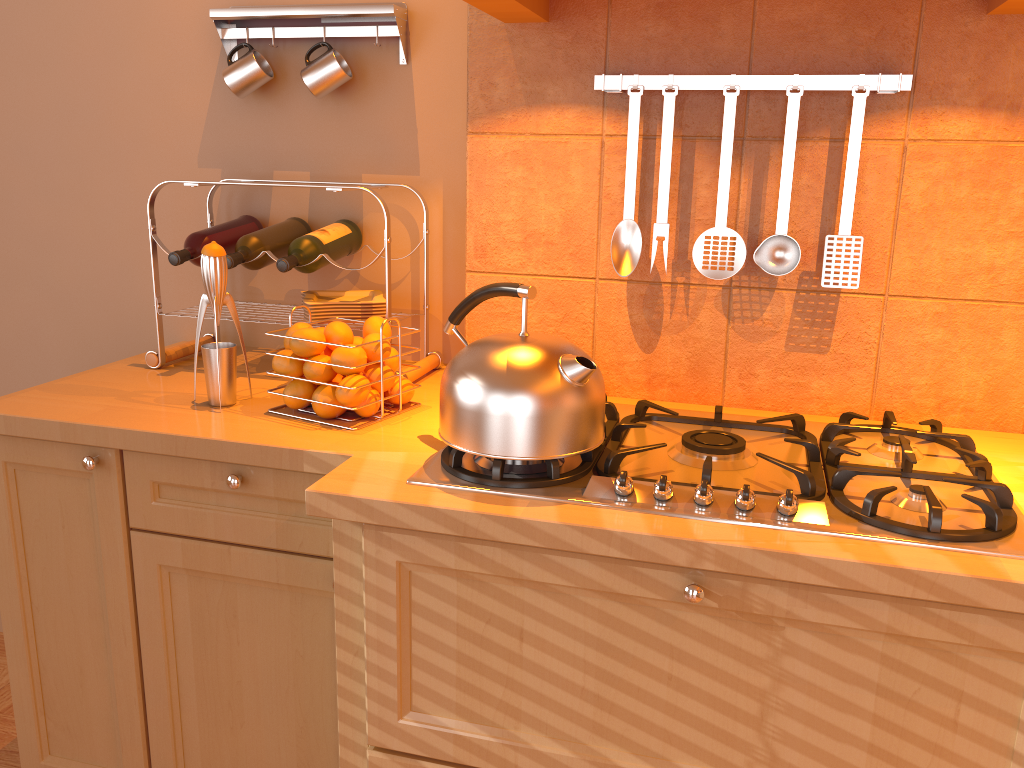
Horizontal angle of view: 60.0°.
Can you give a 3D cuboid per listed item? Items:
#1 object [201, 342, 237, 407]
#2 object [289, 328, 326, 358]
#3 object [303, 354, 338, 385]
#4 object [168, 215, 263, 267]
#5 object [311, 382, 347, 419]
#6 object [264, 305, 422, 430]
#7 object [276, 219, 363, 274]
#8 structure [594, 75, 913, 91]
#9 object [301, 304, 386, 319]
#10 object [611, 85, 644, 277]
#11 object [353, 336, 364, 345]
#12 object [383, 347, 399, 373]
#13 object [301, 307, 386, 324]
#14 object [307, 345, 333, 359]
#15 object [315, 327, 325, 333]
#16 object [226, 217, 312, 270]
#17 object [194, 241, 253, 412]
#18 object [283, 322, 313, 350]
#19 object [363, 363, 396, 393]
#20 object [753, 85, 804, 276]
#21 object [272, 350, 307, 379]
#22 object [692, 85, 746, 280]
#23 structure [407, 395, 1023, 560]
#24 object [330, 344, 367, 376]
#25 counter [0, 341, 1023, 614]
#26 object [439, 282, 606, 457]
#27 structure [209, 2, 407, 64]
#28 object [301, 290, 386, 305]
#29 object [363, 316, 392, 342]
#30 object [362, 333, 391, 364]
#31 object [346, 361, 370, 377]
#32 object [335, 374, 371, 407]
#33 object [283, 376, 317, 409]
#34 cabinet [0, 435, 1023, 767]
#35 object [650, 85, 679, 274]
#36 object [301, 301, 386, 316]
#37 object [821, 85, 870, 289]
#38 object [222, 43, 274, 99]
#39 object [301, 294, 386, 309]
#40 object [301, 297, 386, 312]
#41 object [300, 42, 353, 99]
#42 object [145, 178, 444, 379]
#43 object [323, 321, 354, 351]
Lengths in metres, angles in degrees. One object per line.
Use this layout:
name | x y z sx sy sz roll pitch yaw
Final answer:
object | -0.514 -0.016 1.566 0.060 0.106 0.060 -3 15 -16
object | -0.343 -0.069 1.491 0.063 0.051 0.053 7 15 22
object | -0.323 -0.024 1.499 0.052 0.053 0.062 12 18 36
object | -0.610 -0.292 1.822 0.076 0.095 0.282 5 15 15
object | -0.307 0.027 1.506 0.064 0.063 0.074 0 14 -4
object | -0.291 -0.041 1.545 0.207 0.174 0.189 9 16 29
object | -0.387 -0.272 1.763 0.076 0.095 0.282 5 15 15
structure | 0.387 -0.498 1.465 0.506 0.024 0.009 5 15 15
object | -0.336 -0.144 1.776 0.163 0.011 0.172 -3 15 -15
object | 0.203 -0.348 1.533 0.055 0.323 0.028 5 15 15
object | -0.277 -0.060 1.574 0.055 0.051 0.061 -7 16 -29
object | -0.225 -0.040 1.577 0.053 0.054 0.061 7 15 21
object | -0.336 -0.138 1.778 0.163 0.011 0.172 -3 15 -15
object | -0.332 -0.042 1.552 0.064 0.053 0.051 -4 15 -21
object | -0.341 -0.076 1.586 0.053 0.051 0.063 7 15 20
object | -0.499 -0.282 1.792 0.076 0.095 0.282 5 15 15
object | -0.526 -0.105 1.547 0.088 0.288 0.101 5 15 15
object | -0.368 -0.078 1.538 0.052 0.060 0.057 -9 18 -35
object | -0.231 -0.011 1.523 0.051 0.055 0.061 15 20 43
object | 0.456 -0.338 1.487 0.077 0.309 0.037 5 15 14
object | -0.380 -0.033 1.522 0.063 0.051 0.053 11 17 33
object | 0.359 -0.337 1.497 0.090 0.320 0.017 5 15 15
structure | 0.304 0.091 1.339 0.797 0.051 0.494 5 15 15
object | -0.272 -0.040 1.477 0.061 0.052 0.053 -2 15 -11
counter | 0.203 0.104 1.451 2.250 0.038 0.770 5 15 15
object | 0.012 -0.036 1.277 0.251 0.215 0.242 2 14 2
structure | -0.414 -0.713 1.799 0.405 0.118 0.069 5 15 15
object | -0.335 -0.170 1.770 0.163 0.011 0.172 -3 15 -15
object | -0.240 -0.091 1.577 0.050 0.060 0.059 -5 16 -24
object | -0.232 -0.061 1.516 0.051 0.053 0.063 -2 15 -11
object | -0.261 -0.017 1.529 0.051 0.053 0.062 -3 15 -16
object | -0.263 0.011 1.465 0.052 0.054 0.061 14 19 41
object | -0.364 0.015 1.524 0.060 0.057 0.052 -5 16 -22
cabinet | 0.433 0.598 1.310 2.850 0.840 1.141 5 15 15
object | 0.262 -0.347 1.527 0.028 0.319 0.006 5 15 15
object | -0.335 -0.151 1.775 0.163 0.011 0.172 -3 15 -15
object | 0.551 -0.317 1.445 0.061 0.323 0.020 5 15 15
object | -0.544 -0.646 1.828 0.103 0.111 0.066 3 14 8
object | -0.335 -0.163 1.771 0.163 0.011 0.172 -3 15 -15
object | -0.335 -0.157 1.773 0.163 0.011 0.172 -3 15 -15
object | -0.373 -0.631 1.783 0.103 0.111 0.066 3 14 8
object | -0.444 -0.216 1.801 0.572 0.379 0.221 5 15 15
object | -0.299 -0.082 1.530 0.051 0.053 0.063 -5 16 -23
